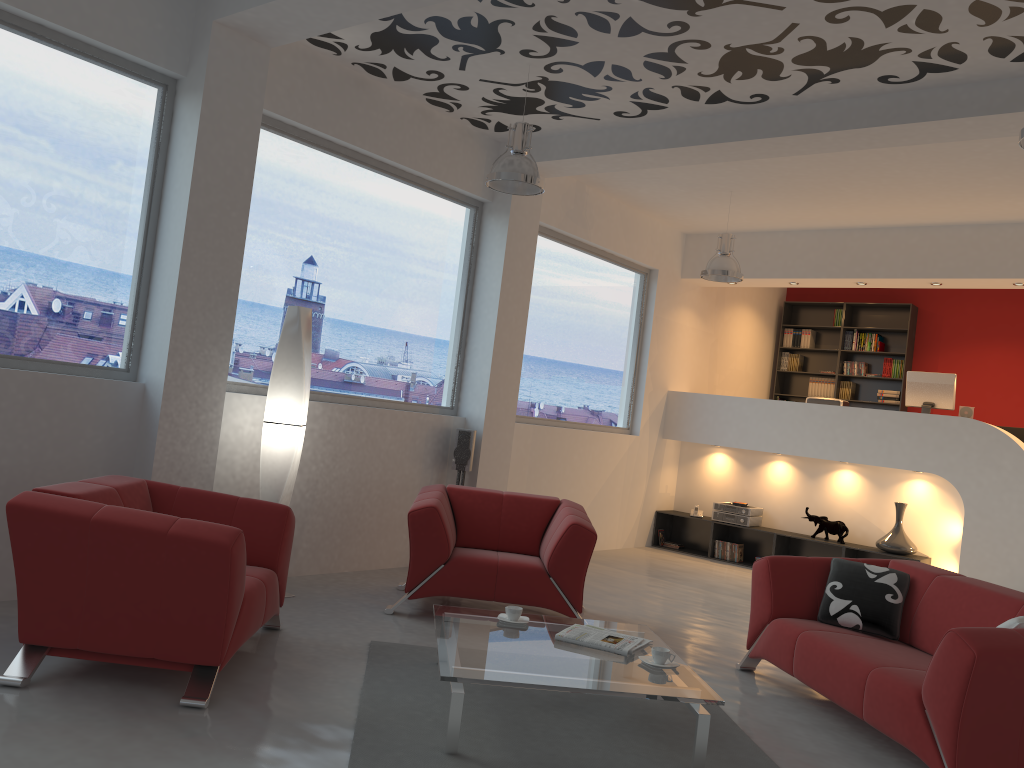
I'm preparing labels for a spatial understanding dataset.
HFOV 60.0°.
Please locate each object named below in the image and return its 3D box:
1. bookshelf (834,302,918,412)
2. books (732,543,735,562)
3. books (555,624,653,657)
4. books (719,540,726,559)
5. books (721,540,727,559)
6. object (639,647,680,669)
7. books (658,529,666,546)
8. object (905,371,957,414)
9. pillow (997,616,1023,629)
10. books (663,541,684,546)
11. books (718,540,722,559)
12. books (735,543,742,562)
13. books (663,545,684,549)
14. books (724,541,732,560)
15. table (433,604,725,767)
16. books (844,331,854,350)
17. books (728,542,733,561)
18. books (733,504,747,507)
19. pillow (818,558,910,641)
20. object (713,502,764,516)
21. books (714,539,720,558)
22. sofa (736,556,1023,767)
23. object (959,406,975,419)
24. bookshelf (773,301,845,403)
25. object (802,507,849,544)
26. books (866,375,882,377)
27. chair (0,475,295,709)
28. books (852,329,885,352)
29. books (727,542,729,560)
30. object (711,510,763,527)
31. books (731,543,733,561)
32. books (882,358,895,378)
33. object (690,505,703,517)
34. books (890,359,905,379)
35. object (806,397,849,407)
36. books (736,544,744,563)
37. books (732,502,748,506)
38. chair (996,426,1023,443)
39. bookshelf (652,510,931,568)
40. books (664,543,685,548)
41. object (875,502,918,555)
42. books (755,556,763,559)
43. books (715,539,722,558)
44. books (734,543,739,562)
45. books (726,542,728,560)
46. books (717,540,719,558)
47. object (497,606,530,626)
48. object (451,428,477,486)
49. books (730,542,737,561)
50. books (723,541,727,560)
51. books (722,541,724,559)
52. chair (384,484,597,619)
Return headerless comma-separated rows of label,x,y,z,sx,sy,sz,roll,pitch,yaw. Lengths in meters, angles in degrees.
bookshelf,4.571,0.091,11.266,0.816,2.213,0.305,6,-2,39
books,2.366,1.776,9.367,0.031,0.190,0.135,6,-2,39
books,0.414,1.169,4.062,0.367,0.035,0.345,6,-2,29
books,2.250,1.765,9.461,0.031,0.190,0.135,6,-2,39
books,2.262,1.766,9.452,0.031,0.190,0.135,6,-2,39
object,0.633,1.171,3.800,0.153,0.069,0.153,8,-2,-25
books,1.679,1.716,9.923,0.063,0.187,0.135,6,-2,39
object,4.147,0.113,8.791,0.458,0.452,0.230,6,-2,39
pillow,2.046,1.119,3.698,0.402,0.343,0.288,9,-2,-44
books,1.798,1.781,9.885,0.190,0.015,0.135,6,-2,39
books,2.239,1.764,9.471,0.031,0.190,0.135,6,-2,39
books,2.390,1.779,9.348,0.031,0.190,0.135,6,-2,39
books,1.803,1.812,9.877,0.190,0.015,0.135,6,-2,39
books,2.297,1.770,9.424,0.031,0.190,0.135,6,-2,39
table,0.195,1.299,3.907,1.097,0.286,1.162,7,-2,-6
books,4.405,-0.544,11.538,0.090,0.256,0.181,6,-2,39
books,2.332,1.773,9.395,0.031,0.190,0.135,6,-2,39
books,2.426,1.289,9.440,0.135,0.015,0.190,6,-2,19
pillow,1.857,1.127,4.678,0.402,0.343,0.288,6,-2,31
object,2.415,1.336,9.484,0.430,0.077,0.349,6,-2,39
books,2.204,1.761,9.499,0.031,0.190,0.135,6,-2,39
sofa,1.923,1.298,4.198,0.951,0.738,1.929,7,-2,-11
object,4.415,0.294,8.618,0.133,0.147,0.151,6,-2,22
bookshelf,3.939,0.030,11.778,0.816,2.213,0.305,6,-2,39
object,3.151,1.418,8.912,0.191,0.296,0.507,8,-2,-35
books,4.636,-0.098,11.306,0.190,0.015,0.135,6,-2,39
chair,-1.593,0.866,4.087,0.951,0.738,1.288,7,-2,-1
books,4.575,-0.543,11.372,0.341,0.286,0.231,6,-2,39
books,2.320,1.772,9.405,0.031,0.190,0.135,6,-2,39
object,2.399,1.433,9.475,0.430,0.100,0.365,6,-2,39
books,2.355,1.775,9.376,0.031,0.190,0.135,6,-2,39
books,4.764,-0.191,11.206,0.090,0.256,0.181,6,-2,39
object,2.021,1.385,9.681,0.130,0.117,0.146,6,-2,14
books,4.856,-0.174,11.130,0.146,0.240,0.170,6,-2,39
object,3.398,0.270,9.471,0.397,0.217,0.458,6,-2,39
books,2.401,1.780,9.339,0.031,0.190,0.135,6,-2,39
books,2.431,1.275,9.449,0.135,0.015,0.190,6,-2,24
chair,5.160,0.823,9.566,0.768,0.795,0.664,8,-2,-31
bookshelf,2.772,1.728,9.142,2.764,0.397,0.405,6,-2,39
books,1.808,1.797,9.874,0.190,0.015,0.135,6,-2,39
object,3.686,1.375,8.460,0.369,0.481,0.369,7,-2,4
books,2.641,1.818,9.207,0.190,0.015,0.135,6,-2,34
books,2.215,1.762,9.489,0.031,0.190,0.135,6,-2,39
books,2.378,1.778,9.358,0.031,0.190,0.135,6,-2,39
books,2.308,1.771,9.414,0.031,0.190,0.135,6,-2,39
books,2.227,1.763,9.480,0.031,0.190,0.135,6,-2,39
object,0.009,1.109,4.258,0.153,0.069,0.153,7,-2,5
object,-0.427,0.912,7.044,0.214,1.112,0.229,7,-2,4
books,2.343,1.774,9.386,0.031,0.190,0.135,6,-2,39
books,2.285,1.769,9.433,0.031,0.190,0.135,6,-2,39
books,2.273,1.767,9.442,0.031,0.190,0.135,6,-2,39
chair,-0.094,1.101,5.765,1.288,0.738,0.951,7,-2,-1
